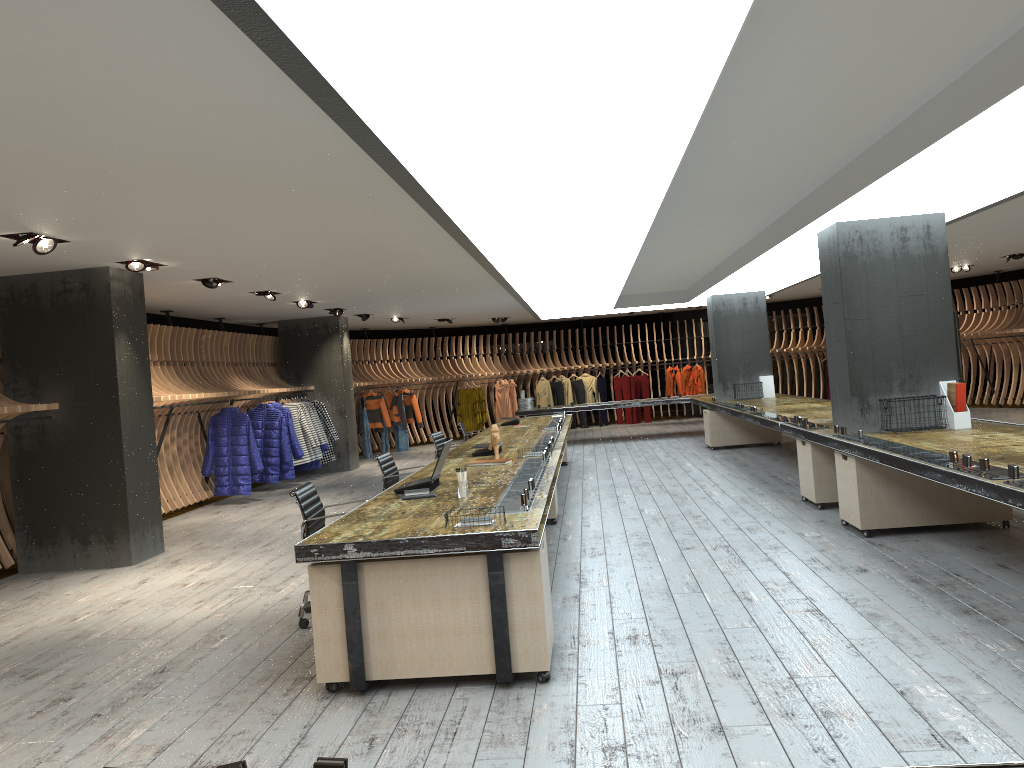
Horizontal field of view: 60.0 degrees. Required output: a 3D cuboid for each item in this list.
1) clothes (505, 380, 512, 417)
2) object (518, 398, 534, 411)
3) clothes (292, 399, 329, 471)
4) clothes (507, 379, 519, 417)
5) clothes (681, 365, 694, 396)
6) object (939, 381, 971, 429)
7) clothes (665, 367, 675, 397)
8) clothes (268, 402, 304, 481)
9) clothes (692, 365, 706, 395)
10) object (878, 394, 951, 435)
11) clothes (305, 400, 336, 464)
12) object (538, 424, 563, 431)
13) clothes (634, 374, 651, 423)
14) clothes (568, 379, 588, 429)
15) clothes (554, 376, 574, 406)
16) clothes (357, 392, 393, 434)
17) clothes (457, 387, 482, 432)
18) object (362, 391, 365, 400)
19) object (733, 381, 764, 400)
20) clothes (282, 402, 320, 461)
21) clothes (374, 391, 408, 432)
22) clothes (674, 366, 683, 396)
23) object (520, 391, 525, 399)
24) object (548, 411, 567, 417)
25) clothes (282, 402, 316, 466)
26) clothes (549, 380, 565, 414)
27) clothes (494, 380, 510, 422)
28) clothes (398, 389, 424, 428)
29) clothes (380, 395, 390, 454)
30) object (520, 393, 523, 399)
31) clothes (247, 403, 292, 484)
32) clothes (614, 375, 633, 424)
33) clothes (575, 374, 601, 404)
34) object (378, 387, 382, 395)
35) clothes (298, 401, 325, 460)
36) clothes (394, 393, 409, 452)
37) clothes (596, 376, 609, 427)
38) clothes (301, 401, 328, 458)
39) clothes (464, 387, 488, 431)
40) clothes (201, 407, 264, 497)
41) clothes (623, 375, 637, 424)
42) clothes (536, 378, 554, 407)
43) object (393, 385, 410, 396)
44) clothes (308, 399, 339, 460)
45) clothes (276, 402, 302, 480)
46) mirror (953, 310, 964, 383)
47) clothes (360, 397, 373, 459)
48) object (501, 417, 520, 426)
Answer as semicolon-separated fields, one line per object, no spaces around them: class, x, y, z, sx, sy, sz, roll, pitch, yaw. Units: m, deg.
clothes;-0.138;0.467;21.492;0.125;1.156;0.447;-4;0;-25
object;0.280;0.407;17.584;0.303;0.239;0.498;-5;0;5
clothes;-3.615;0.885;15.332;0.885;1.239;0.245;-5;0;2
clothes;0.010;0.454;21.565;0.125;1.156;0.447;-4;0;-30
clothes;4.388;-0.022;22.120;0.200;0.881;0.840;-5;0;35
object;3.642;0.168;7.289;0.129;0.383;0.239;-5;0;5
clothes;3.957;0.012;22.191;0.200;0.881;0.840;-5;0;20
clothes;-3.695;0.906;13.772;0.883;1.246;0.249;-5;0;2
clothes;4.623;-0.040;22.049;0.201;0.881;0.839;-5;0;-15
object;3.289;0.249;7.262;0.459;0.289;0.329;-5;0;3
clothes;-3.459;0.857;15.478;0.807;1.187;0.192;-5;0;5
object;0.469;0.542;10.955;0.302;0.071;0.209;-5;1;-1
clothes;3.252;0.417;22.271;0.551;1.338;0.093;-5;0;45
clothes;1.606;0.548;22.121;0.539;1.353;0.087;-5;0;29
clothes;1.283;0.248;22.068;0.250;0.890;0.704;-4;0;-45
clothes;-2.935;0.609;18.636;0.839;0.881;0.201;-5;0;20
clothes;-1.025;0.609;20.884;0.664;1.045;0.168;-5;0;36
object;-3.074;0.206;18.330;0.023;0.243;0.549;-5;0;-14
object;3.904;0.120;14.640;0.459;0.289;0.330;-5;0;8
clothes;-3.547;0.817;14.677;0.752;1.062;0.128;-5;0;3
clothes;-2.616;0.581;19.102;0.839;0.881;0.201;-5;0;25
clothes;4.190;-0.007;22.206;0.201;0.881;0.839;-5;0;10
object;0.299;0.226;17.528;0.262;0.204;0.088;-5;0;3
object;0.743;0.485;14.322;0.302;0.074;0.217;-5;1;-1
clothes;-3.566;0.821;14.442;0.752;1.062;0.128;-5;0;3
clothes;1.107;0.590;21.992;0.539;1.353;0.087;-5;0;39
clothes;-0.239;0.476;21.435;0.447;1.156;0.125;-5;0;40
clothes;-2.337;0.550;19.606;0.839;0.881;0.201;-5;0;35
clothes;-2.746;0.945;18.862;0.200;1.422;0.309;-5;0;-3
object;0.189;0.242;17.450;0.062;0.109;0.062;-5;0;-29
clothes;-3.863;0.930;13.644;0.880;1.260;0.242;-5;0;2
clothes;2.798;0.454;22.278;0.093;1.338;0.551;-4;0;-40
clothes;1.869;0.197;22.181;0.704;0.890;0.250;-5;0;25
object;-2.807;0.179;18.874;0.023;0.243;0.549;-5;0;1
clothes;-3.525;0.813;14.939;0.752;1.062;0.128;-5;0;3
clothes;-2.447;0.915;19.376;0.309;1.422;0.200;-5;0;-23
clothes;2.270;0.489;22.244;0.087;1.353;0.539;-5;0;29
clothes;-3.510;0.809;15.117;0.752;1.062;0.128;-5;0;3
clothes;-0.883;0.597;21.000;0.664;1.045;0.168;-5;0;36
clothes;-3.901;0.941;12.250;0.885;1.239;0.245;-5;0;2
clothes;2.964;0.441;22.279;0.093;1.338;0.551;-4;0;-25
clothes;0.783;0.290;21.900;0.250;0.890;0.704;-4;0;-35
object;-2.503;0.148;19.383;0.549;0.243;0.023;-5;0;-19
clothes;-3.452;0.854;15.666;0.799;1.186;0.191;-5;0;5
clothes;-3.758;0.912;13.957;0.885;1.239;0.245;-5;0;2
mirror;6.176;-0.126;14.195;0.443;1.892;2.110;-4;0;-44
clothes;-3.013;0.973;18.331;0.200;1.422;0.308;-5;0;-18
object;-0.020;0.537;12.857;0.261;0.111;0.373;-5;1;5
